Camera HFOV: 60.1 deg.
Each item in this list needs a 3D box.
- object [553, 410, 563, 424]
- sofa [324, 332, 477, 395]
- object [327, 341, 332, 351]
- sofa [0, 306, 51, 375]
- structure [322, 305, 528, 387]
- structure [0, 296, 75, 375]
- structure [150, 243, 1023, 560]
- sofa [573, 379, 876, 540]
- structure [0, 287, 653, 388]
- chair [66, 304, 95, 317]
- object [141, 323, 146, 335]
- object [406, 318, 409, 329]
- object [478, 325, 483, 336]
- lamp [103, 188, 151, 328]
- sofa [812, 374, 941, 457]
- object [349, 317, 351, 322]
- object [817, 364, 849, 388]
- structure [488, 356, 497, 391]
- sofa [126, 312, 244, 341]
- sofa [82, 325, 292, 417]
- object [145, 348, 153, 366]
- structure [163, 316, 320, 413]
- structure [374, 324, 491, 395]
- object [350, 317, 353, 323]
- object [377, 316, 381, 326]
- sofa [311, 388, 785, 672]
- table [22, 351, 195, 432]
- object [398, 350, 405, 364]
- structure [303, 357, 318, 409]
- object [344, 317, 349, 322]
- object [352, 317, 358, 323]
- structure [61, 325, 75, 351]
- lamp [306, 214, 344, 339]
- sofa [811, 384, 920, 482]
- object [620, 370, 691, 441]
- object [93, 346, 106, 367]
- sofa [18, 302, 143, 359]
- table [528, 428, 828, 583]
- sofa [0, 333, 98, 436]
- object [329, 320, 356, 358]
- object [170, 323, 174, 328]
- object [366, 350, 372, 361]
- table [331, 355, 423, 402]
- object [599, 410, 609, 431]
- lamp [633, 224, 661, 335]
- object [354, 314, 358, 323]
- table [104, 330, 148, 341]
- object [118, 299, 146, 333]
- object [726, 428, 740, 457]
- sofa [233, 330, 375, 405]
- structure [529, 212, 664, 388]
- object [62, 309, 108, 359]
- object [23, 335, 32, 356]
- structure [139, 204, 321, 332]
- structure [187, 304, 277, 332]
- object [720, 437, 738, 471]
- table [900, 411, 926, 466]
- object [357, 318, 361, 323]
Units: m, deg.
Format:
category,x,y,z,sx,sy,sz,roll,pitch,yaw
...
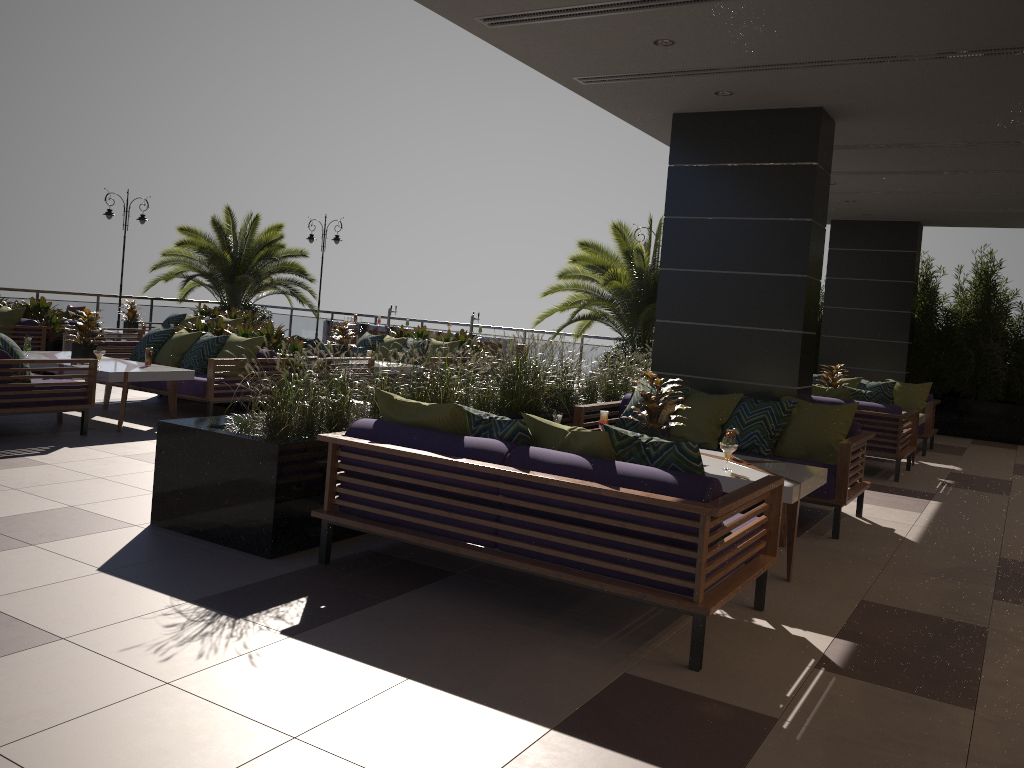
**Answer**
category,x,y,z,sx,sy,sz,roll,pitch,yaw
object,0.293,0.280,5.828,0.069,0.211,0.069,5,1,13
sofa,-1.731,-0.280,13.150,2.132,0.918,1.118,7,4,30
object,-2.646,-0.521,12.809,0.082,0.197,0.069,4,2,-18
sofa,-7.489,-0.670,12.116,2.132,0.918,1.118,7,4,30
structure,-1.787,-0.835,17.369,4.413,1.326,0.804,7,3,30
structure,-7.184,-0.729,12.801,2.254,1.170,0.714,7,3,27
structure,1.830,-0.336,3.799,7.839,3.117,24.714,7,5,30
sofa,1.665,0.494,7.065,2.132,0.918,1.118,7,4,30
structure,-5.448,-0.522,11.465,12.954,1.057,17.493,7,5,30
chair,-8.750,-1.151,17.374,0.716,0.815,0.713,6,3,30
object,-5.761,-0.858,13.841,0.066,0.189,0.085,4,2,-30
object,-2.035,-1.185,17.222,0.069,0.211,0.069,5,1,13
object,-0.585,-0.989,16.361,0.069,0.197,0.082,4,2,-23
lamp,-8.290,-2.493,18.842,0.264,3.323,1.121,5,2,30
sofa,4.604,0.330,12.065,2.132,0.918,1.118,7,4,30
object,-3.405,-1.304,18.561,0.105,0.208,0.105,5,2,5
object,3.989,0.009,10.979,0.424,0.526,0.432,2,3,-42
structure,-0.302,-0.065,13.286,0.100,0.699,0.180,5,2,30
sofa,-5.568,-0.780,15.416,2.132,0.918,1.118,7,4,30
sofa,-3.645,-0.169,9.846,2.132,0.918,1.118,7,4,30
object,-3.601,-0.269,8.772,0.066,0.189,0.085,4,2,-30
structure,-3.275,-0.221,10.514,2.426,1.171,0.700,7,3,32
structure,-1.313,-0.331,13.859,2.257,1.170,0.736,7,3,32
object,-3.322,-1.288,18.452,0.105,0.208,0.105,5,2,5
object,-2.640,-1.249,17.579,0.069,0.181,0.069,5,2,2
sofa,0.171,0.577,4.524,2.132,0.918,1.118,7,4,30
table,-4.266,0.042,8.859,2.043,0.553,0.941,7,5,30
object,-1.521,-0.374,12.131,0.105,0.197,0.106,4,2,-27
structure,-2.274,0.045,9.931,0.100,0.699,0.180,5,2,30
object,-3.457,-1.300,18.459,0.105,0.208,0.105,5,2,5
object,-3.259,-1.274,18.345,0.105,0.208,0.105,5,2,5
structure,-6.128,-0.458,12.207,0.100,0.699,0.180,5,2,30
lamp,-4.503,-2.341,20.816,1.125,3.323,0.263,6,1,30
sofa,3.303,0.402,9.852,2.132,0.918,1.118,7,4,30
object,0.926,0.180,5.763,0.431,0.526,0.424,7,3,42
object,-3.871,-0.256,8.300,0.105,0.197,0.106,4,2,-27
sofa,-6.751,-0.716,13.430,2.132,0.918,1.118,7,4,30
table,0.886,0.717,5.782,2.042,0.553,0.941,7,5,30
sofa,-4.827,-0.105,7.859,2.132,0.918,1.118,7,4,30
object,-2.310,-0.600,12.092,0.426,0.526,0.429,7,3,42
object,-5.544,-0.899,14.430,0.069,0.211,0.069,5,2,18
object,-1.872,-0.349,11.568,0.069,0.181,0.069,5,2,18
table,-2.339,-0.065,12.137,2.043,0.553,0.941,7,5,30
object,0.656,0.284,6.339,0.069,0.181,0.069,5,2,13
lamp,2.657,-1.408,16.588,1.125,3.323,0.263,6,1,30
object,-3.158,-1.320,17.881,0.066,0.189,0.085,4,2,-35
table,-6.174,-0.565,14.402,2.043,0.553,0.941,7,5,30
object,-6.191,-1.105,14.372,0.424,0.526,0.432,3,3,-32
object,1.445,0.386,5.832,0.066,0.189,0.085,4,2,-35
sofa,-2.906,-0.215,11.160,2.132,0.918,1.118,7,4,30
structure,2.253,-1.291,14.949,3.795,3.298,3.765,4,3,-17
object,-4.235,-0.494,8.826,0.424,0.526,0.432,2,3,-42
object,-4.841,-0.388,8.845,0.069,0.211,0.069,5,2,18
structure,-6.174,-2.384,19.858,3.799,3.298,3.762,5,3,-2
structure,-5.207,-0.836,16.119,2.257,1.170,0.736,7,3,32
object,1.286,0.415,5.270,0.105,0.197,0.106,4,2,-32
table,3.946,0.546,10.987,2.042,0.553,0.941,7,5,30
object,-3.194,-1.276,18.432,0.105,0.208,0.105,5,2,5
